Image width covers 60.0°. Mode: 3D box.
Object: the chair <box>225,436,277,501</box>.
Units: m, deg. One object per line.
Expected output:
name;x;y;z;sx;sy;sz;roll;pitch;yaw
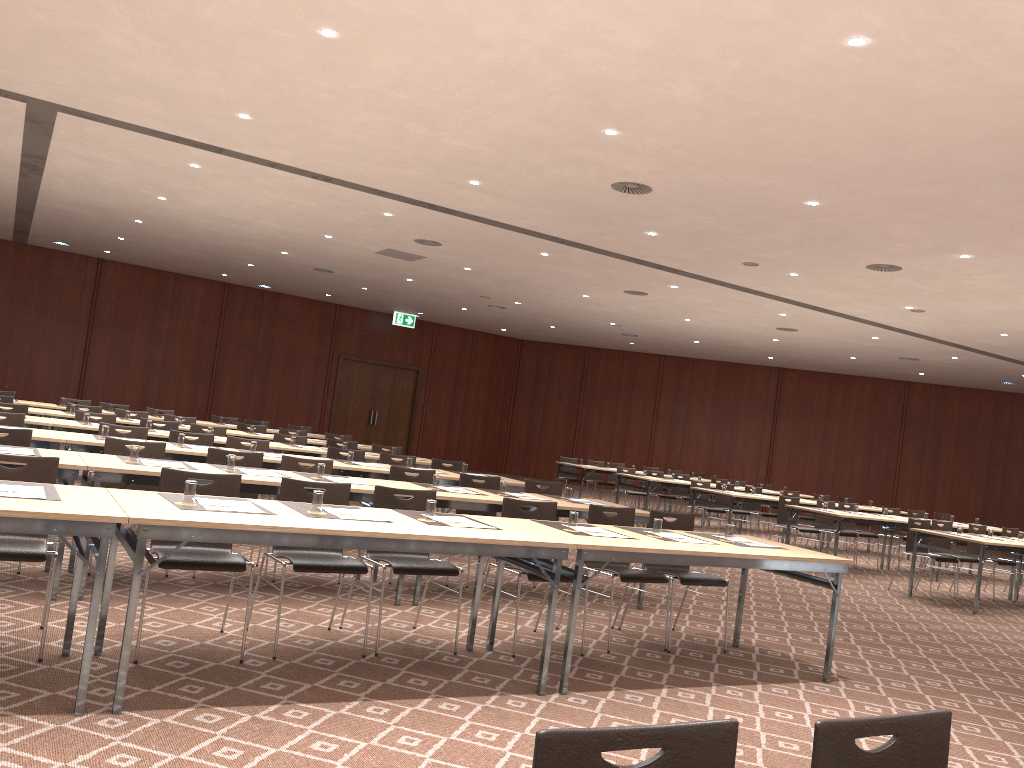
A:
chair;-2.683;1.022;8.926;0.536;0.939;0.613;9;-3;-28

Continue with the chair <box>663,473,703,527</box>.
chair;3.301;2.213;17.043;0.536;0.939;0.613;9;-3;-28

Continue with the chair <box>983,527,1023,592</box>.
chair;7.073;2.498;12.371;0.536;0.939;0.613;9;-3;-32

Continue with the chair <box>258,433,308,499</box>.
chair;-2.796;1.111;11.125;0.536;0.939;0.613;9;-3;-28

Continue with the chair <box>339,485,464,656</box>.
chair;-0.654;1.133;5.522;0.536;0.939;0.613;9;-3;-31

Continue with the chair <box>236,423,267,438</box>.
chair;-3.803;1.060;12.900;0.536;0.939;0.613;9;-3;-30

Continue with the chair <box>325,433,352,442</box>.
chair;-2.663;1.247;13.606;0.536;0.939;0.613;9;-3;-29

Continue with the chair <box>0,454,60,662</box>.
chair;-2.561;0.823;4.410;0.536;0.939;0.613;9;-3;-27

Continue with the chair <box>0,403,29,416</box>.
chair;-5.531;0.670;9.579;0.536;0.939;0.613;9;-3;-29

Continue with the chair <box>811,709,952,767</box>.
chair;0.785;1.142;1.643;0.536;0.939;0.613;9;-3;-31

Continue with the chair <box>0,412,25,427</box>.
chair;-4.607;0.711;7.844;0.536;0.939;0.613;9;-3;-33

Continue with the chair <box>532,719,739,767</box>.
chair;0.245;1.056;1.368;0.536;0.939;0.613;9;-3;-29

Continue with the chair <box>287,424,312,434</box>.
chair;-3.657;1.191;15.250;0.536;0.939;0.613;9;-3;-30

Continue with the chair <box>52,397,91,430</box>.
chair;-6.718;0.699;13.555;0.536;0.939;0.613;9;-3;-31

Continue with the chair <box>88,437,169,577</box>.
chair;-2.822;0.891;6.572;0.536;0.939;0.613;9;-3;-32

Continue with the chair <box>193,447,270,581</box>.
chair;-2.182;0.993;6.905;0.536;0.939;0.613;9;-3;-27

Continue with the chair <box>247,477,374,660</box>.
chair;-1.153;1.050;5.191;0.536;0.939;0.613;9;-3;-31

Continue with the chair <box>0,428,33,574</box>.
chair;-3.600;0.763;6.078;0.536;0.939;0.613;9;-3;-28

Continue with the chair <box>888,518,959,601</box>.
chair;5.229;2.193;11.176;0.536;0.939;0.613;9;-3;-28

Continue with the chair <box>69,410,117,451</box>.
chair;-4.768;0.795;10.064;0.536;0.939;0.613;9;-3;-30

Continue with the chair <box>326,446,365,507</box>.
chair;-1.774;1.171;9.496;0.536;0.939;0.613;9;-3;-31

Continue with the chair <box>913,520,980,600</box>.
chair;5.719;2.279;11.582;0.536;0.939;0.613;9;-3;-29

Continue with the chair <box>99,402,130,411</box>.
chair;-6.234;0.776;13.797;0.536;0.939;0.613;9;-3;-29

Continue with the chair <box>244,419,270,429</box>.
chair;-4.302;1.089;14.923;0.536;0.939;0.613;9;-3;-33

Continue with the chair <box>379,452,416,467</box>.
chair;-1.256;1.253;9.759;0.536;0.939;0.613;9;-3;-28

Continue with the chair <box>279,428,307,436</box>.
chair;-3.257;1.146;13.170;0.536;0.939;0.613;9;-3;-32

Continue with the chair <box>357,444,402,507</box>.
chair;-1.666;1.297;11.833;0.536;0.939;0.613;9;-3;-28

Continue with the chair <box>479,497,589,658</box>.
chair;0.148;1.259;5.901;0.536;0.939;0.613;9;-3;-30

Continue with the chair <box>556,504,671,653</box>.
chair;0.765;1.363;6.350;0.536;0.939;0.613;9;-3;-32

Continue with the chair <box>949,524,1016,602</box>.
chair;6.349;2.378;11.879;0.536;0.939;0.613;9;-3;-33

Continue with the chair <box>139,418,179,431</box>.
chair;-4.144;0.892;10.339;0.536;0.939;0.613;9;-3;-30

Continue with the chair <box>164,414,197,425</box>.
chair;-4.688;0.918;12.425;0.536;0.939;0.613;9;-3;-27

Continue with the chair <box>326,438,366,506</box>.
chair;-2.214;1.210;11.554;0.536;0.939;0.613;9;-3;-31

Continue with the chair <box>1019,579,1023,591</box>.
chair;7.677;2.591;12.604;0.536;0.939;0.613;9;-3;-31

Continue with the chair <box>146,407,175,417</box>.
chair;-5.622;0.873;14.105;0.536;0.939;0.613;9;-3;-32

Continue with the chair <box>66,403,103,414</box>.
chair;-5.714;0.748;11.737;0.536;0.939;0.613;9;-3;-28

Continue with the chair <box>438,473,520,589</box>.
chair;-0.261;1.302;7.976;0.536;0.939;0.613;9;-3;-32

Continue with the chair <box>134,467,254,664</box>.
chair;-1.721;0.955;4.811;0.536;0.939;0.613;9;-3;-27

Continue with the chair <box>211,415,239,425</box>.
chair;-4.779;1.014;14.685;0.536;0.939;0.613;9;-3;-28

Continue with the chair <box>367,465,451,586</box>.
chair;-0.855;1.208;7.678;0.536;0.939;0.613;9;-3;-28

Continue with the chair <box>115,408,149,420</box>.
chair;-5.211;0.831;12.079;0.536;0.939;0.613;9;-3;-33

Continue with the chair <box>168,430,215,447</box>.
chair;-3.147;0.946;8.655;0.536;0.939;0.613;9;-3;-32

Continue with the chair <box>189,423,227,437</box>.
chair;-3.672;0.971;10.664;0.536;0.939;0.613;9;-3;-32

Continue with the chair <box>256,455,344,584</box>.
chair;-1.667;1.074;7.156;0.536;0.939;0.613;9;-3;-28

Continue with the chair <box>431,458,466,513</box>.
chair;-0.704;1.341;10.031;0.536;0.939;0.613;9;-3;-29

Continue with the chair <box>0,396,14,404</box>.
chair;-6.647;0.600;11.283;0.536;0.939;0.613;9;-3;-31

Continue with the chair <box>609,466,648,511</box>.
chair;2.166;2.032;16.451;0.536;0.939;0.613;9;-3;-29

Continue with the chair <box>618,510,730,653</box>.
chair;1.241;1.438;6.587;0.536;0.939;0.613;9;-3;-28

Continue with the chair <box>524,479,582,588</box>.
chair;0.335;1.403;8.413;0.536;0.939;0.613;9;-3;-31

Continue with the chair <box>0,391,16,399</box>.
chair;-7.570;0.556;12.969;0.536;0.939;0.613;9;-3;-30

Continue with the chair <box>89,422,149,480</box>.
chair;-3.680;0.858;8.296;0.536;0.939;0.613;9;-3;-28
